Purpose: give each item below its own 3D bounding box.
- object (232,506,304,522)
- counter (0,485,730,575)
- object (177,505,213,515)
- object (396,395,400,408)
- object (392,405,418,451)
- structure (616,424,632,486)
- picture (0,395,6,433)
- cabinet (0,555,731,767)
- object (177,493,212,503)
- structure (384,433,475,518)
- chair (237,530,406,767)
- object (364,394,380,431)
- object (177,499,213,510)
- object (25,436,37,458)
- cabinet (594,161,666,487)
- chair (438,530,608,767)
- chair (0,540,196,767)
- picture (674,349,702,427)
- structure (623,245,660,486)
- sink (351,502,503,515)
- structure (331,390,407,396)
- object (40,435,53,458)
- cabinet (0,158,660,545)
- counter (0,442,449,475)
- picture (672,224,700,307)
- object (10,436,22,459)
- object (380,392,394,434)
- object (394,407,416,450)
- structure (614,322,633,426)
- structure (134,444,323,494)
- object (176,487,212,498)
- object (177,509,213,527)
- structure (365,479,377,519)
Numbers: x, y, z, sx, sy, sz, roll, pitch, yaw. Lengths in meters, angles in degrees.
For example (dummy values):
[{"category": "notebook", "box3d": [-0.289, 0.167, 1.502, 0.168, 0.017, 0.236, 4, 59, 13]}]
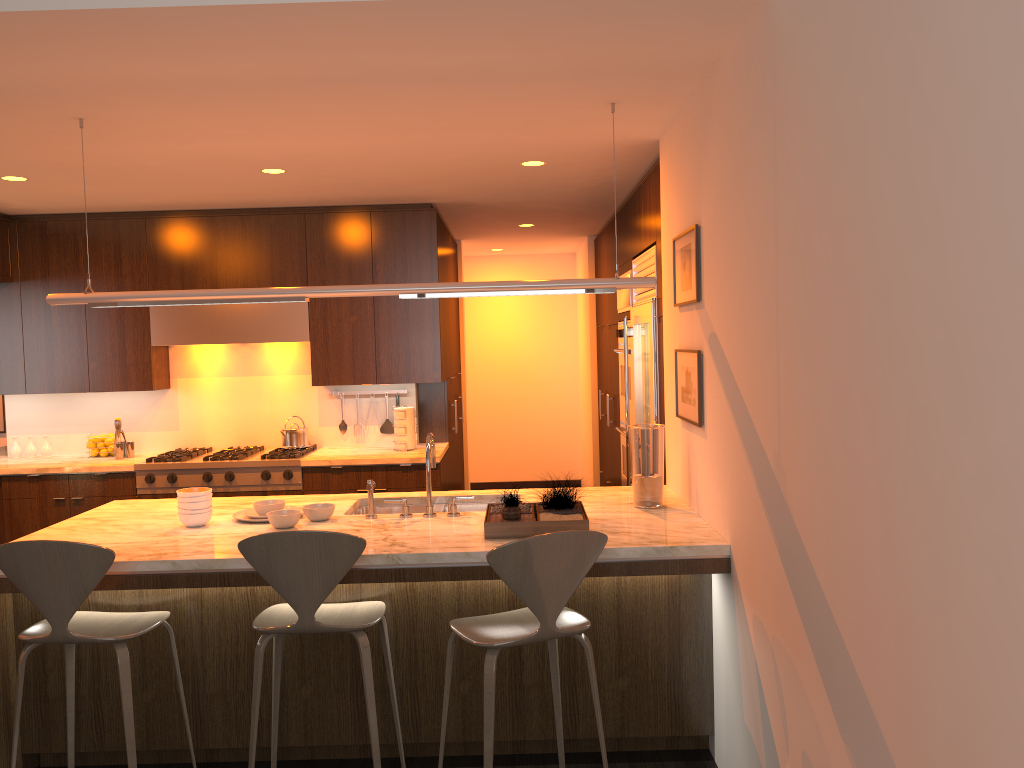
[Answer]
[{"category": "object", "box3d": [-1.039, 0.561, 3.807, 0.310, 0.021, 0.309, -2, 3, 0]}, {"category": "counter", "box3d": [-0.597, 0.582, 3.716, 2.711, 0.038, 1.280, -2, 3, 0]}, {"category": "object", "box3d": [-1.308, 0.532, 3.666, 0.140, 0.068, 0.139, -2, 3, -17]}, {"category": "object", "box3d": [-0.810, 0.220, 6.306, 0.063, 0.281, 0.063, -3, 3, -22]}, {"category": "object", "box3d": [-0.743, 0.302, 6.098, 0.160, 0.304, 0.168, 1, 4, 44]}, {"category": "structure", "box3d": [0.788, 0.577, 6.098, 0.064, 0.544, 0.710, -2, 3, 0]}, {"category": "picture", "box3d": [-5.865, -0.048, 9.868, 0.398, 1.200, 0.012, -2, 3, 0]}, {"category": "cabinet", "box3d": [-0.584, 1.039, 3.737, 2.713, 0.876, 1.281, -2, 3, 0]}, {"category": "object", "box3d": [-1.310, 0.488, 3.663, 0.140, 0.064, 0.139, -3, 3, -25]}, {"category": "structure", "box3d": [-0.326, 0.384, 3.746, 0.310, 0.341, 0.321, 0, 3, 38]}, {"category": "chair", "box3d": [-0.682, 0.985, 3.145, 0.520, 1.047, 0.506, -2, 3, 0]}, {"category": "object", "box3d": [-0.998, 0.202, 6.306, 0.114, 0.271, 0.008, -2, 3, 0]}, {"category": "object", "box3d": [-1.308, 0.510, 3.664, 0.140, 0.062, 0.139, -2, 3, 0]}, {"category": "object", "box3d": [-3.397, 0.444, 6.259, 0.079, 0.154, 0.079, -2, 3, -17]}, {"category": "cabinet", "box3d": [1.098, 0.036, 6.306, 0.690, 2.540, 3.924, -2, 3, 0]}, {"category": "chair", "box3d": [0.051, 0.972, 2.988, 0.520, 1.047, 0.506, -3, 3, -25]}, {"category": "chair", "box3d": [-1.474, 1.010, 3.107, 0.520, 1.047, 0.506, -1, 3, 5]}, {"category": "picture", "box3d": [0.729, 0.007, 3.686, 0.012, 0.300, 0.496, -2, 3, 0]}, {"category": "structure", "box3d": [1.064, 0.294, 5.222, 0.687, 2.129, 0.915, -2, 3, 0]}, {"category": "sink", "box3d": [-0.341, 0.668, 4.017, 0.813, 0.176, 0.457, -2, 3, 0]}, {"category": "structure", "box3d": [-1.017, 0.061, 6.306, 0.541, 0.031, 0.048, -1, 3, 4]}, {"category": "object", "box3d": [-3.286, 0.441, 6.256, 0.079, 0.154, 0.079, -2, 3, -17]}, {"category": "cabinet", "box3d": [-1.327, -0.034, 4.403, 5.521, 2.997, 7.728, -2, 3, 0]}, {"category": "counter", "box3d": [-2.272, 0.539, 5.612, 3.616, 0.038, 3.187, -2, 3, 0]}, {"category": "picture", "box3d": [0.716, -0.478, 3.665, 0.012, 0.298, 0.493, -2, 3, 0]}, {"category": "object", "box3d": [-3.504, 0.447, 6.261, 0.079, 0.154, 0.079, -2, 3, -17]}, {"category": "object", "box3d": [-0.888, 0.206, 6.322, 0.112, 0.303, 0.036, -2, 3, 0]}, {"category": "object", "box3d": [-0.737, 0.304, 6.092, 0.144, 0.286, 0.149, -3, 3, -18]}, {"category": "structure", "box3d": [1.090, 0.213, 6.080, 0.687, 1.294, 0.743, -2, 3, 0]}, {"category": "structure", "box3d": [-1.891, 0.474, 6.075, 1.067, 0.422, 0.824, -2, 3, 0]}, {"category": "object", "box3d": [-1.311, 0.467, 3.663, 0.140, 0.062, 0.139, -1, 3, 9]}, {"category": "object", "box3d": [-1.308, 0.556, 3.667, 0.140, 0.059, 0.139, -2, 3, -8]}, {"category": "structure", "box3d": [-0.592, 0.483, 3.718, 0.050, 0.161, 0.067, -2, 3, 0]}]
